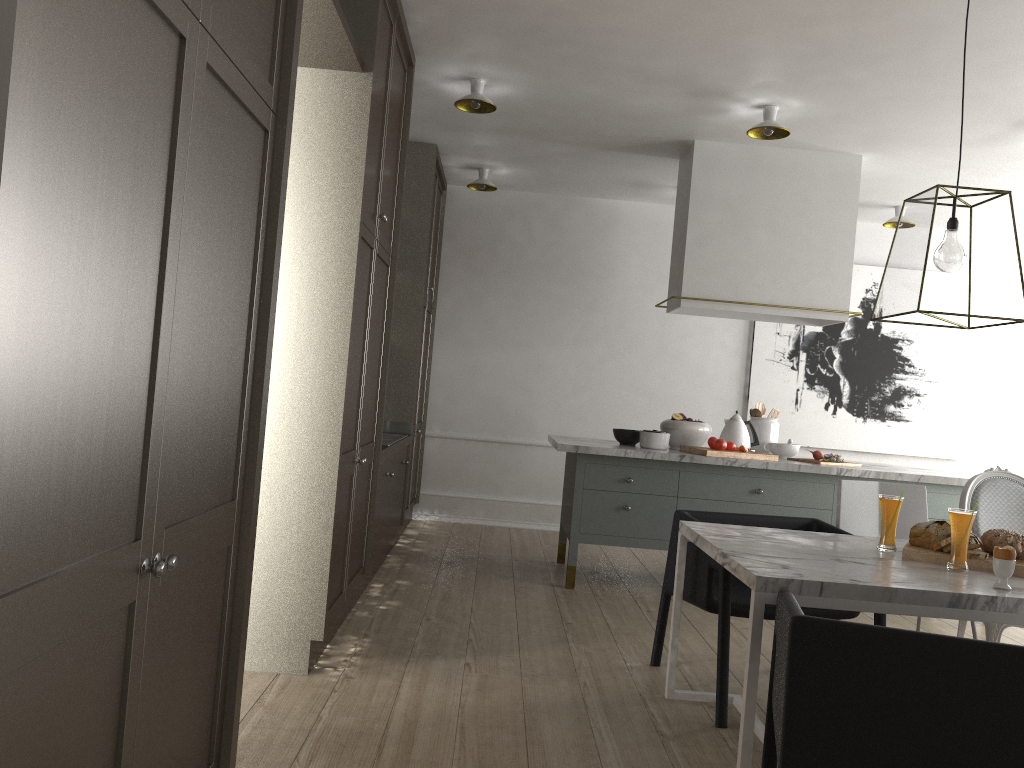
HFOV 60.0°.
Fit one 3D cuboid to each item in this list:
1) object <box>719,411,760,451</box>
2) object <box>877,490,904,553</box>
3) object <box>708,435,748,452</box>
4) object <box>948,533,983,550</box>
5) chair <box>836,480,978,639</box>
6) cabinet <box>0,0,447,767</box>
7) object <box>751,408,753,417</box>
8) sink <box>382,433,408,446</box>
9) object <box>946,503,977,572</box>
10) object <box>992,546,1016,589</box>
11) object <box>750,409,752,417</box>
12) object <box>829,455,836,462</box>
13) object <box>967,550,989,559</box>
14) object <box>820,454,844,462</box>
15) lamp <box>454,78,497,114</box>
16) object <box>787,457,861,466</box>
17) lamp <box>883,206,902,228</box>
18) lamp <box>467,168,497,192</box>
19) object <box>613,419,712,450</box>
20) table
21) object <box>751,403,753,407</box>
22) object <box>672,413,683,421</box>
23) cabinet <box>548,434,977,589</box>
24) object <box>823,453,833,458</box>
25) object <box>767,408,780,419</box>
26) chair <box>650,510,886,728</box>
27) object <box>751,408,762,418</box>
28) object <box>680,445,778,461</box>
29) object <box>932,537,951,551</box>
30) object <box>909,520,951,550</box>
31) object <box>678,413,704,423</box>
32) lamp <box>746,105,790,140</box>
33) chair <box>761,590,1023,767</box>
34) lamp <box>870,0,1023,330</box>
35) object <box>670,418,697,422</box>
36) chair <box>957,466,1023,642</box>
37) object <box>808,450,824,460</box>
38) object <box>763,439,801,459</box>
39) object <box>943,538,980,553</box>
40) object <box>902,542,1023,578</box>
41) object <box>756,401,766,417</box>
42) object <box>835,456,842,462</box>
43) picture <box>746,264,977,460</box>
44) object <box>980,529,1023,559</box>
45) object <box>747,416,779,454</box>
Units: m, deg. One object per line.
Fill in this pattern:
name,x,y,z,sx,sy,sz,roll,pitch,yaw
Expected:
object,1.228,0.263,4.828,0.204,0.236,0.178,5,-1,36
object,1.121,0.403,2.634,0.071,0.188,0.071,5,0,20
object,1.103,0.301,4.510,0.194,0.079,0.135,5,0,-12
object,1.298,0.450,2.534,0.079,0.067,0.074,5,0,-29
chair,1.383,0.740,3.143,0.470,0.745,0.439,5,0,-11
cabinet,-0.992,-0.282,3.550,0.947,2.377,5.433,5,0,-1
object,1.371,0.264,4.993,0.033,0.250,0.118,5,-1,39
sink,-0.835,0.358,4.661,0.475,0.174,0.877,5,0,-1
object,1.205,0.408,2.385,0.071,0.188,0.071,5,0,20
object,1.205,0.448,2.174,0.050,0.101,0.050,5,0,-5
object,1.390,0.267,5.021,0.114,0.247,0.050,5,0,4
object,1.674,0.388,4.633,0.033,0.037,0.034,5,0,-23
object,1.282,0.473,2.462,0.077,0.017,0.068,5,0,-23
object,1.653,0.390,4.642,0.116,0.058,0.224,5,-1,35
lamp,-0.164,-1.337,4.099,0.197,0.130,0.197,5,0,34
object,1.647,0.411,4.679,0.330,0.012,0.220,5,0,-31
lamp,2.529,-1.091,5.787,0.197,0.130,0.197,5,0,-16
lamp,-0.189,-1.327,5.747,0.197,0.130,0.197,5,0,4
object,0.814,0.267,4.767,0.491,0.156,0.364,5,0,-24
table,1.423,0.816,2.508,1.781,0.583,0.870,5,0,-1
object,1.398,0.246,4.981,0.141,0.290,0.064,5,0,13
object,0.879,0.180,4.729,0.061,0.048,0.054,5,-1,-37
cabinet,1.363,0.754,4.778,2.360,0.721,0.870,5,0,-1
object,1.701,0.391,4.758,0.057,0.039,0.049,5,0,-4
object,1.404,0.261,4.927,0.149,0.262,0.054,5,0,14
chair,0.867,0.770,3.028,0.569,0.597,0.609,5,0,-11
object,1.390,0.265,4.948,0.117,0.251,0.061,5,0,-21
object,1.103,0.353,4.525,0.400,0.030,0.290,5,0,-16
object,1.246,0.450,2.506,0.083,0.057,0.072,5,0,-25
object,1.224,0.435,2.586,0.086,0.087,0.090,5,0,-24
object,0.963,0.208,4.819,0.167,0.091,0.071,5,0,24
lamp,1.195,-1.219,4.119,0.197,0.130,0.197,5,0,34
chair,0.813,0.756,1.764,0.569,0.597,0.609,5,0,14
lamp,1.288,-0.731,2.545,0.584,1.108,0.584,5,0,14
object,0.931,0.217,4.770,0.154,0.074,0.135,5,0,-5
chair,1.865,0.733,3.236,0.480,0.833,0.505,5,0,-3
object,1.612,0.376,4.714,0.050,0.051,0.090,5,-1,-38
object,1.473,0.347,4.812,0.159,0.110,0.172,5,-1,44
object,1.267,0.453,2.487,0.083,0.055,0.073,5,0,-25
object,1.326,0.500,2.541,0.360,0.031,0.260,5,0,29
object,1.400,0.245,5.026,0.056,0.296,0.131,5,0,19
object,1.710,0.392,4.648,0.035,0.036,0.037,5,0,-13
picture,2.474,-0.182,6.298,1.545,1.315,0.039,5,0,-1
object,1.432,0.458,2.559,0.151,0.075,0.157,5,0,35
object,1.403,0.292,4.975,0.174,0.208,0.174,5,0,17
